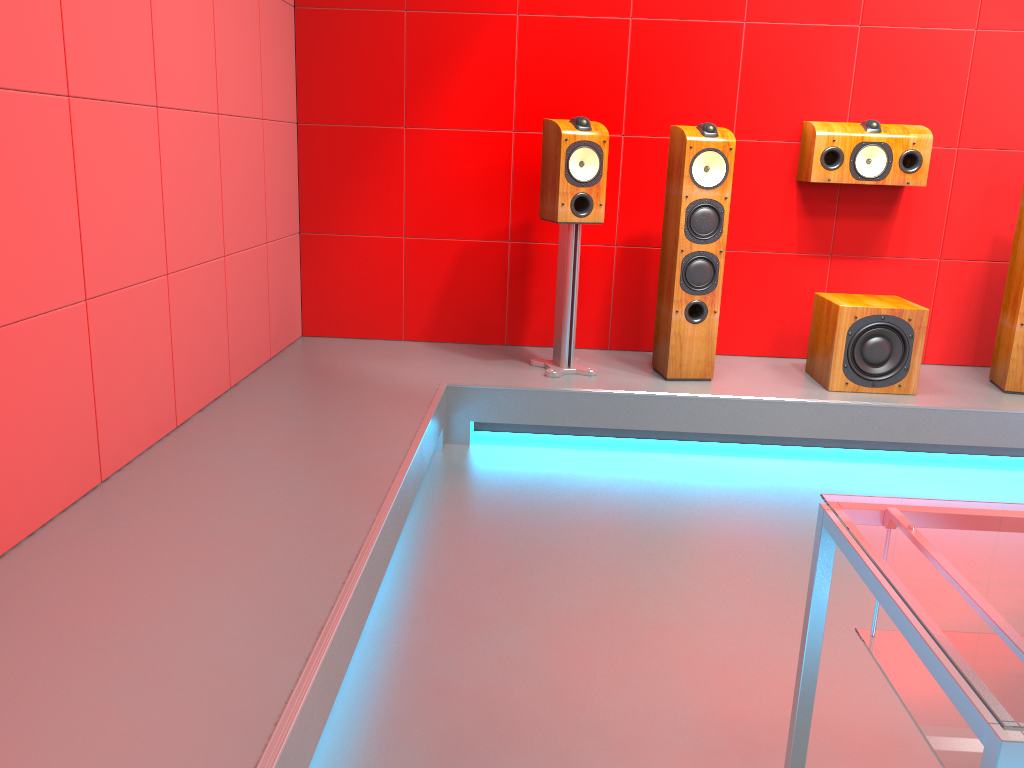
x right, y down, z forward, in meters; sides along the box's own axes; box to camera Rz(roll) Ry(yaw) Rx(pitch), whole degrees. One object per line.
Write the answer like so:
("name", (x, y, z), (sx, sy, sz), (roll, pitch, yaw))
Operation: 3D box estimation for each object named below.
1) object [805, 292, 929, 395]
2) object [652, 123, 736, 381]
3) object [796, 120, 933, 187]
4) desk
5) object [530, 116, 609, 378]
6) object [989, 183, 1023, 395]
("object", (1.502, -0.178, 3.783), (0.360, 0.360, 0.360), (3, 15, 2))
("object", (0.757, -0.548, 3.722), (0.203, 1.052, 0.238), (0, 15, -8))
("object", (1.545, -1.019, 3.897), (0.493, 0.271, 0.235), (3, 15, 2))
("desk", (1.178, 0.599, 1.106), (1.617, 0.690, 0.594), (3, 15, 2))
("object", (0.241, -0.574, 3.738), (0.231, 1.058, 0.265), (-3, 15, -17))
("object", (2.221, -0.486, 3.697), (0.203, 1.052, 0.238), (5, 15, 12))
